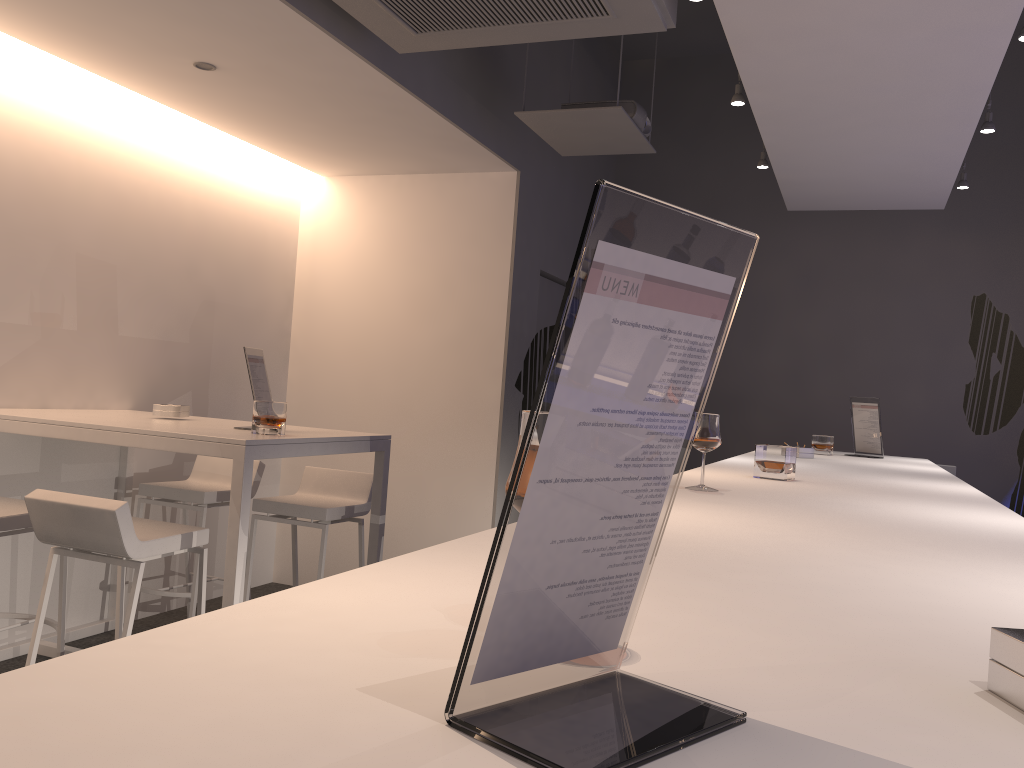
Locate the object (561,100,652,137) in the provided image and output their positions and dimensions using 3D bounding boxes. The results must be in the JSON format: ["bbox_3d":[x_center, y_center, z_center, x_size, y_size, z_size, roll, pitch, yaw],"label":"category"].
[{"bbox_3d":[0.465,-1.281,4.301,0.385,0.106,0.306,4,-1,22],"label":"object"}]

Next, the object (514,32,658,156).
[{"bbox_3d":[0.427,-1.916,4.339,0.510,1.400,0.710,4,-1,22],"label":"object"}]

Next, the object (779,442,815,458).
[{"bbox_3d":[1.405,0.327,4.376,0.120,0.084,0.120,5,-1,-36],"label":"object"}]

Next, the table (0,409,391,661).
[{"bbox_3d":[-1.450,0.704,3.732,1.499,1.089,0.999,4,-1,22],"label":"table"}]

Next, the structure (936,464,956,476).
[{"bbox_3d":[0.903,0.866,2.410,1.049,1.075,6.498,4,-1,22],"label":"structure"}]

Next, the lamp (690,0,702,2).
[{"bbox_3d":[0.643,-1.910,2.870,0.062,1.328,0.062,4,-1,-18],"label":"lamp"}]

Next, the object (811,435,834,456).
[{"bbox_3d":[1.702,0.335,4.860,0.099,0.104,0.099,4,-1,37],"label":"object"}]

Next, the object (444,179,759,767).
[{"bbox_3d":[0.069,0.055,0.579,0.115,0.332,0.171,4,-1,45],"label":"object"}]

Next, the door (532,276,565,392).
[{"bbox_3d":[0.208,0.340,5.985,0.112,2.083,0.889,4,-1,22],"label":"door"}]

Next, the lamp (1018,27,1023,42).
[{"bbox_3d":[1.786,-1.826,2.992,0.062,1.328,0.062,4,-1,16],"label":"lamp"}]

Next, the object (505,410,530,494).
[{"bbox_3d":[0.033,0.122,0.761,0.086,0.196,0.085,4,-1,-14],"label":"object"}]

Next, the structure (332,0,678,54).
[{"bbox_3d":[-0.093,-1.970,2.782,1.100,1.403,1.100,4,-1,22],"label":"structure"}]

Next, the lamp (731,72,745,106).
[{"bbox_3d":[1.023,-1.871,3.835,0.062,1.328,0.062,4,-1,-7],"label":"lamp"}]

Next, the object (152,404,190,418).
[{"bbox_3d":[-1.514,0.119,3.944,0.120,0.050,0.120,4,-1,-1],"label":"object"}]

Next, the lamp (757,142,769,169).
[{"bbox_3d":[1.403,-1.833,4.801,0.062,1.328,0.062,4,-1,-7],"label":"lamp"}]

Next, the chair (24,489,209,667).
[{"bbox_3d":[-1.362,0.809,3.096,0.408,0.878,0.526,4,-1,22],"label":"chair"}]

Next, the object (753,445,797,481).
[{"bbox_3d":[0.836,0.250,2.818,0.099,0.104,0.099,4,-1,37],"label":"object"}]

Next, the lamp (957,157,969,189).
[{"bbox_3d":[2.547,-1.749,4.923,0.062,1.328,0.062,4,-1,-29],"label":"lamp"}]

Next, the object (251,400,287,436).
[{"bbox_3d":[-0.921,0.129,3.367,0.099,0.125,0.099,4,-1,37],"label":"object"}]

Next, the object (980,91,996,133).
[{"bbox_3d":[2.166,-1.787,3.957,0.062,1.328,0.062,4,-1,-7],"label":"object"}]

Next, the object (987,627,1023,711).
[{"bbox_3d":[0.445,0.216,0.655,0.120,0.084,0.120,4,-1,-1],"label":"object"}]

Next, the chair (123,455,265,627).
[{"bbox_3d":[-1.576,0.808,4.383,0.408,0.878,0.526,4,-1,22],"label":"chair"}]

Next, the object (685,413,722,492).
[{"bbox_3d":[0.492,0.173,2.269,0.085,0.196,0.086,4,-1,4],"label":"object"}]

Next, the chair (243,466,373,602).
[{"bbox_3d":[-0.954,0.850,4.136,0.408,0.878,0.526,4,-1,22],"label":"chair"}]

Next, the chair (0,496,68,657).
[{"bbox_3d":[-1.984,0.767,3.343,0.408,0.878,0.526,4,-1,22],"label":"chair"}]

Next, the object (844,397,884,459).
[{"bbox_3d":[1.974,0.242,4.947,0.115,0.332,0.171,5,-1,-40],"label":"object"}]

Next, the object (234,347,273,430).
[{"bbox_3d":[-1.035,0.020,3.631,0.115,0.332,0.171,4,-1,8],"label":"object"}]

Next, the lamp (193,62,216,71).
[{"bbox_3d":[-1.302,-1.344,3.755,0.095,0.006,0.094,4,-1,22],"label":"lamp"}]
